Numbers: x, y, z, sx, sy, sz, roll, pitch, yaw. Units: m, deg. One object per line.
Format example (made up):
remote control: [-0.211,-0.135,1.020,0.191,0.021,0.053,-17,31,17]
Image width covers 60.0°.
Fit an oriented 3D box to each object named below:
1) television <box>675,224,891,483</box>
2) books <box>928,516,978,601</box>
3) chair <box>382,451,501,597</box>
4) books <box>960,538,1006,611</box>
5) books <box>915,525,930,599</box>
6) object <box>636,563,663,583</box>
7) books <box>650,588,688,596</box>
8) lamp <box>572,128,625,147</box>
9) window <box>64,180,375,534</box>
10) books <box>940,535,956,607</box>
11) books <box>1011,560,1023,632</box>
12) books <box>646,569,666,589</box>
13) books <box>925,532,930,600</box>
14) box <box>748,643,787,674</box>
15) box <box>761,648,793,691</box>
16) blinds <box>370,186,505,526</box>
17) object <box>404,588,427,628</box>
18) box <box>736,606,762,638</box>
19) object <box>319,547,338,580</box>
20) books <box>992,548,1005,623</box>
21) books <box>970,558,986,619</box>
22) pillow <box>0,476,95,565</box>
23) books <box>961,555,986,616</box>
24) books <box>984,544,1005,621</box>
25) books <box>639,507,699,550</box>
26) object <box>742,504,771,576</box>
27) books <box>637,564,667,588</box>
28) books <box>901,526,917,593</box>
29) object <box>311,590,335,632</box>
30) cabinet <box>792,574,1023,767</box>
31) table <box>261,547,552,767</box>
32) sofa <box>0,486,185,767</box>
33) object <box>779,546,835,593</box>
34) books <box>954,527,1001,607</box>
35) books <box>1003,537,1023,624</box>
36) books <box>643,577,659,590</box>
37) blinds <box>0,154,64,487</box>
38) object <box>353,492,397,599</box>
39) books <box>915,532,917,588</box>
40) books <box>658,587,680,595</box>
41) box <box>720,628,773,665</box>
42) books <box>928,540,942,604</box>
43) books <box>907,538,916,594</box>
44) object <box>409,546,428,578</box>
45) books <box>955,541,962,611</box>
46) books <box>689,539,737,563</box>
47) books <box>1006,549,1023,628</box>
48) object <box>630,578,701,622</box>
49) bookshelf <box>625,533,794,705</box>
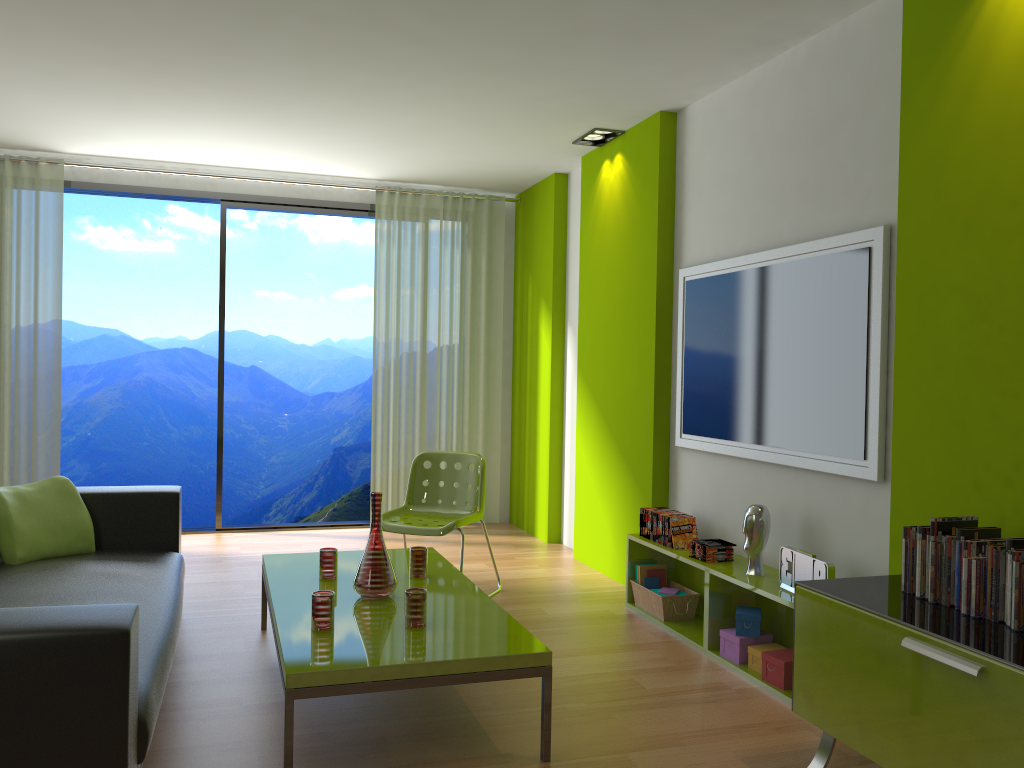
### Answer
television: [1.121,-0.124,3.965,0.028,0.941,1.537,1,1,-18]
books: [1.279,0.509,2.573,0.163,0.246,0.017,1,1,-18]
chair: [-0.431,0.766,4.819,0.640,0.759,0.546,1,1,21]
books: [1.315,0.533,2.460,0.163,0.201,0.025,1,1,-18]
books: [1.263,0.524,2.607,0.172,0.215,0.030,1,1,-18]
object: [0.723,1.041,4.623,0.158,0.200,0.040,1,1,-18]
books: [0.792,1.052,4.412,0.143,0.025,0.182,1,1,-18]
lamp: [0.516,-1.536,5.315,0.192,0.131,0.352,1,1,-18]
window: [-1.943,-0.140,6.625,3.336,2.498,0.219,1,1,-18]
books: [1.293,0.532,2.527,0.163,0.201,0.032,1,1,-18]
books: [1.364,0.546,2.286,0.180,0.185,0.025,1,1,-18]
books: [0.748,1.051,4.582,0.105,0.182,0.031,1,1,-18]
books: [1.275,0.531,2.588,0.161,0.201,0.013,1,1,-18]
box: [1.053,1.126,3.627,0.169,0.093,0.102,1,1,-23]
box: [1.089,1.117,3.473,0.202,0.116,0.135,1,1,-23]
blinds: [-0.569,-0.199,6.833,1.012,2.568,0.067,1,1,-18]
object: [-0.328,0.765,3.022,0.075,0.122,0.076,2,1,38]
box: [1.004,1.007,3.761,0.102,0.093,0.138,1,1,17]
object: [-0.764,0.748,3.686,0.076,0.122,0.075,1,1,17]
books: [1.348,0.537,2.365,0.163,0.198,0.018,1,1,-18]
books: [1.322,0.554,2.407,0.185,0.164,0.025,1,1,-18]
pillow: [-2.068,0.599,3.871,0.269,0.362,0.399,2,1,31]
books: [1.312,0.553,2.433,0.185,0.162,0.025,1,1,-18]
books: [1.341,0.534,2.385,0.163,0.204,0.025,1,1,-18]
books: [0.790,0.721,4.451,0.147,0.150,0.370,1,1,-18]
object: [1.041,0.664,3.766,0.107,0.305,0.107,2,1,38]
books: [0.730,1.041,4.600,0.158,0.202,0.051,1,1,-18]
books: [1.246,0.529,2.674,0.163,0.201,0.025,1,1,-18]
object: [-0.632,0.760,2.963,0.076,0.122,0.075,1,1,17]
cabinet: [1.612,0.946,1.232,0.547,0.593,3.384,1,1,-18]
table: [-0.520,0.987,3.446,0.810,0.349,1.682,1,1,-18]
sofa: [-1.715,0.827,3.074,1.061,0.639,2.583,1,1,-18]
object: [1.127,0.733,3.401,0.047,0.176,0.340,1,1,-13]
books: [1.311,0.520,2.503,0.144,0.227,0.025,1,1,-18]
books: [1.364,0.522,2.347,0.144,0.229,0.025,1,1,-18]
books: [0.717,1.068,4.559,0.086,0.148,0.025,1,1,-18]
blinds: [-3.537,-0.244,5.873,1.012,2.568,0.067,1,1,-18]
object: [-0.521,0.615,3.393,0.168,0.400,0.168,1,1,-32]
books: [1.264,0.535,2.636,0.151,0.191,0.025,1,1,-18]
books: [0.784,1.035,4.428,0.087,0.008,0.110,1,1,22]
box: [0.994,1.112,3.768,0.202,0.116,0.135,1,1,-23]
books: [1.276,0.541,2.551,0.180,0.183,0.025,1,1,-18]
books: [1.252,0.545,2.655,0.163,0.171,0.017,1,1,-18]
object: [-0.395,0.754,3.746,0.076,0.122,0.075,1,1,17]
books: [1.308,0.536,2.480,0.163,0.196,0.018,1,1,-18]
books: [0.915,0.762,4.063,0.164,0.078,0.172,1,1,-19]
books: [1.363,0.536,2.317,0.163,0.204,0.033,1,1,-18]
object: [0.767,1.088,4.473,0.213,0.129,0.367,1,1,-18]
bookshelf: [0.996,0.993,3.929,0.306,0.378,1.630,1,1,-18]
